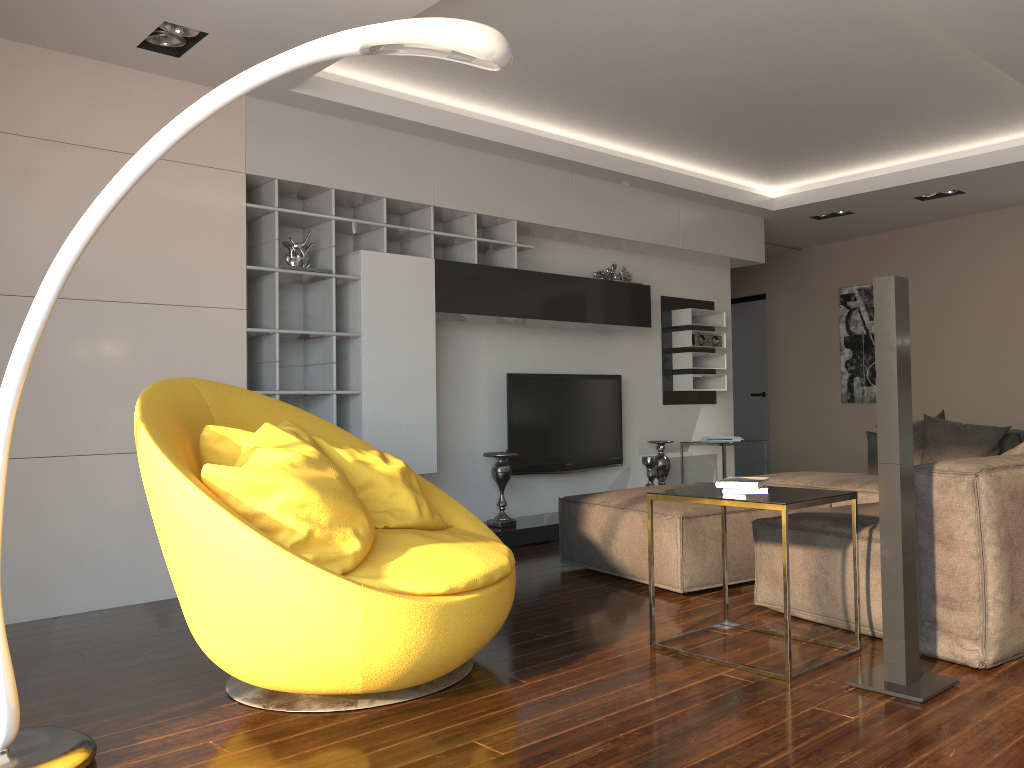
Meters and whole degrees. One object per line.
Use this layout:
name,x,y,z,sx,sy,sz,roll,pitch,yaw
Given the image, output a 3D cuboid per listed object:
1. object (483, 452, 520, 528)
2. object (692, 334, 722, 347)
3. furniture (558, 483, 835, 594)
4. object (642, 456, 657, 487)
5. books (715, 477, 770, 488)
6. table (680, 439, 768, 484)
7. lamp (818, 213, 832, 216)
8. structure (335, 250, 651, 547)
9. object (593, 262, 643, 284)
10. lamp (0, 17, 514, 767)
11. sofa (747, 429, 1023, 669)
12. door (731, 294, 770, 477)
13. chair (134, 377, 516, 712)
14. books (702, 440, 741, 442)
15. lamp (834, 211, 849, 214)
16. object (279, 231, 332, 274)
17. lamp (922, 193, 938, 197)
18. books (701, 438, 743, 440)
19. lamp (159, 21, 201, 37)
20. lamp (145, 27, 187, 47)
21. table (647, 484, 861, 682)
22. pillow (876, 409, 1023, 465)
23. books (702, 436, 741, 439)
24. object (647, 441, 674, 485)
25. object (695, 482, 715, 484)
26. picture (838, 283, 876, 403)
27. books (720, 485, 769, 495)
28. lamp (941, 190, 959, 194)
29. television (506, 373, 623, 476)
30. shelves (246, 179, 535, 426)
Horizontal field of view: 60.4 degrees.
object,-0.066,0.683,5.705,0.227,0.475,0.252,-2,-2,40
object,1.630,-0.363,7.420,0.380,0.094,0.068,0,-2,-42
furniture,0.968,0.762,4.694,1.153,0.440,1.039,0,-2,-32
object,1.053,0.740,6.716,0.116,0.372,0.129,-2,-2,43
books,0.834,0.355,3.175,0.149,0.022,0.213,-2,-2,25
table,1.779,0.758,7.358,0.634,0.563,0.426,1,-2,-42
lamp,2.733,-1.514,7.741,0.186,0.077,0.167,0,-2,-36
structure,0.209,0.139,6.022,3.044,1.767,0.454,0,-2,-42
object,0.777,-0.827,6.654,0.340,0.177,0.306,0,-2,-42
lamp,-1.942,0.095,2.611,4.059,1.780,0.606,-2,-2,26
sofa,1.954,0.614,4.619,2.612,0.704,2.597,0,-2,-32
door,2.656,0.047,10.199,0.162,2.094,0.951,0,-2,-31
chair,-0.564,0.468,2.988,1.108,1.006,1.556,-1,-2,16
books,1.755,0.471,7.358,0.312,0.011,0.258,-1,-1,12
lamp,2.847,-1.519,7.613,0.167,0.077,0.186,-2,-2,43
object,-1.183,-0.715,4.803,0.300,0.227,0.269,1,-2,-42
lamp,3.337,-1.541,7.060,0.186,0.077,0.167,0,-2,-36
books,1.758,0.460,7.368,0.318,0.011,0.253,-1,-1,2
lamp,-1.424,-1.542,3.765,0.184,0.077,0.169,0,-2,-23
lamp,-1.538,-1.537,3.892,0.185,0.077,0.168,0,-2,-30
table,0.862,0.670,3.157,0.475,0.563,0.568,1,-2,-42
pillow,2.589,0.348,4.528,1.036,0.431,2.140,-1,-1,12
books,1.752,0.450,7.373,0.315,0.011,0.255,-1,-1,7
object,1.174,0.689,6.928,0.208,0.482,0.230,-2,-2,42
object,1.139,0.567,5.017,0.054,0.015,0.196,0,-2,-42
picture,3.516,-0.398,8.610,0.030,1.166,0.714,0,-2,-31
books,0.838,0.378,3.189,0.161,0.023,0.235,-1,-1,9
lamp,3.450,-1.546,6.933,0.167,0.077,0.186,-2,-2,43
television,0.366,0.287,6.376,1.162,0.714,0.136,0,-2,-42
shelves,-0.709,-0.267,5.280,2.028,1.601,0.359,1,-2,-42
